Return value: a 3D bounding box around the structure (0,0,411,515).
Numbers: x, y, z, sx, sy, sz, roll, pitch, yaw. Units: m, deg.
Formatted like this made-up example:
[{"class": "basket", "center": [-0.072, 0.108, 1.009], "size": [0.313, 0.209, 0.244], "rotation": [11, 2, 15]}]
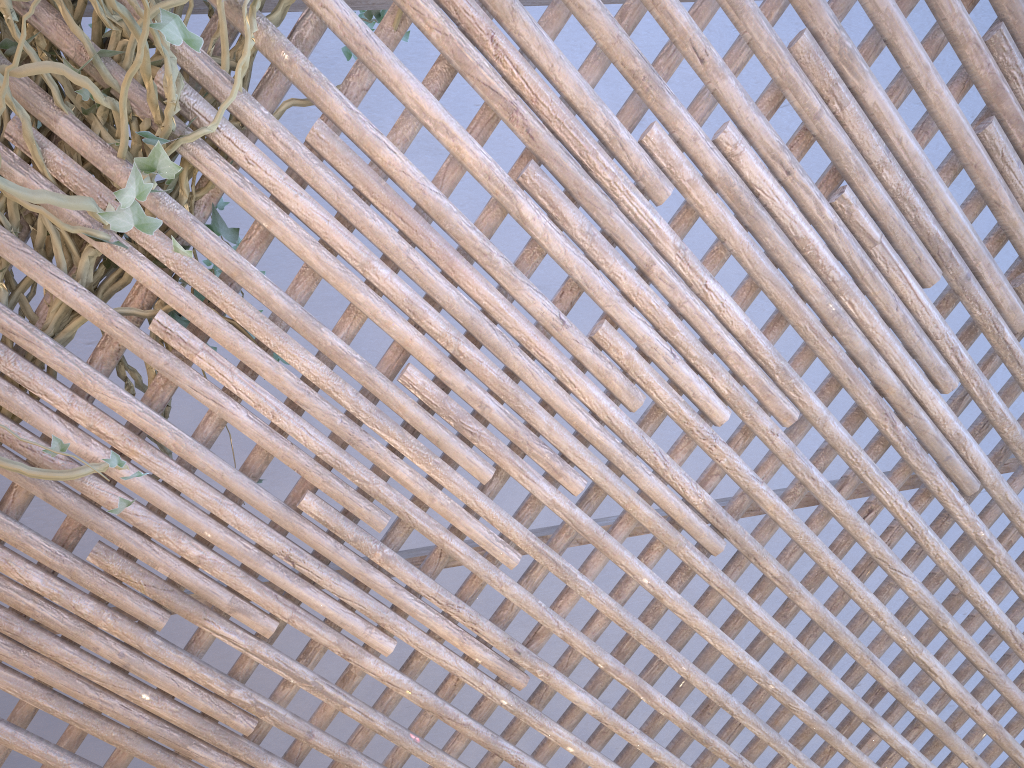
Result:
[{"class": "structure", "center": [-0.355, -1.012, 0.863], "size": [2.333, 3.010, 0.659], "rotation": [-9, 21, -14]}]
